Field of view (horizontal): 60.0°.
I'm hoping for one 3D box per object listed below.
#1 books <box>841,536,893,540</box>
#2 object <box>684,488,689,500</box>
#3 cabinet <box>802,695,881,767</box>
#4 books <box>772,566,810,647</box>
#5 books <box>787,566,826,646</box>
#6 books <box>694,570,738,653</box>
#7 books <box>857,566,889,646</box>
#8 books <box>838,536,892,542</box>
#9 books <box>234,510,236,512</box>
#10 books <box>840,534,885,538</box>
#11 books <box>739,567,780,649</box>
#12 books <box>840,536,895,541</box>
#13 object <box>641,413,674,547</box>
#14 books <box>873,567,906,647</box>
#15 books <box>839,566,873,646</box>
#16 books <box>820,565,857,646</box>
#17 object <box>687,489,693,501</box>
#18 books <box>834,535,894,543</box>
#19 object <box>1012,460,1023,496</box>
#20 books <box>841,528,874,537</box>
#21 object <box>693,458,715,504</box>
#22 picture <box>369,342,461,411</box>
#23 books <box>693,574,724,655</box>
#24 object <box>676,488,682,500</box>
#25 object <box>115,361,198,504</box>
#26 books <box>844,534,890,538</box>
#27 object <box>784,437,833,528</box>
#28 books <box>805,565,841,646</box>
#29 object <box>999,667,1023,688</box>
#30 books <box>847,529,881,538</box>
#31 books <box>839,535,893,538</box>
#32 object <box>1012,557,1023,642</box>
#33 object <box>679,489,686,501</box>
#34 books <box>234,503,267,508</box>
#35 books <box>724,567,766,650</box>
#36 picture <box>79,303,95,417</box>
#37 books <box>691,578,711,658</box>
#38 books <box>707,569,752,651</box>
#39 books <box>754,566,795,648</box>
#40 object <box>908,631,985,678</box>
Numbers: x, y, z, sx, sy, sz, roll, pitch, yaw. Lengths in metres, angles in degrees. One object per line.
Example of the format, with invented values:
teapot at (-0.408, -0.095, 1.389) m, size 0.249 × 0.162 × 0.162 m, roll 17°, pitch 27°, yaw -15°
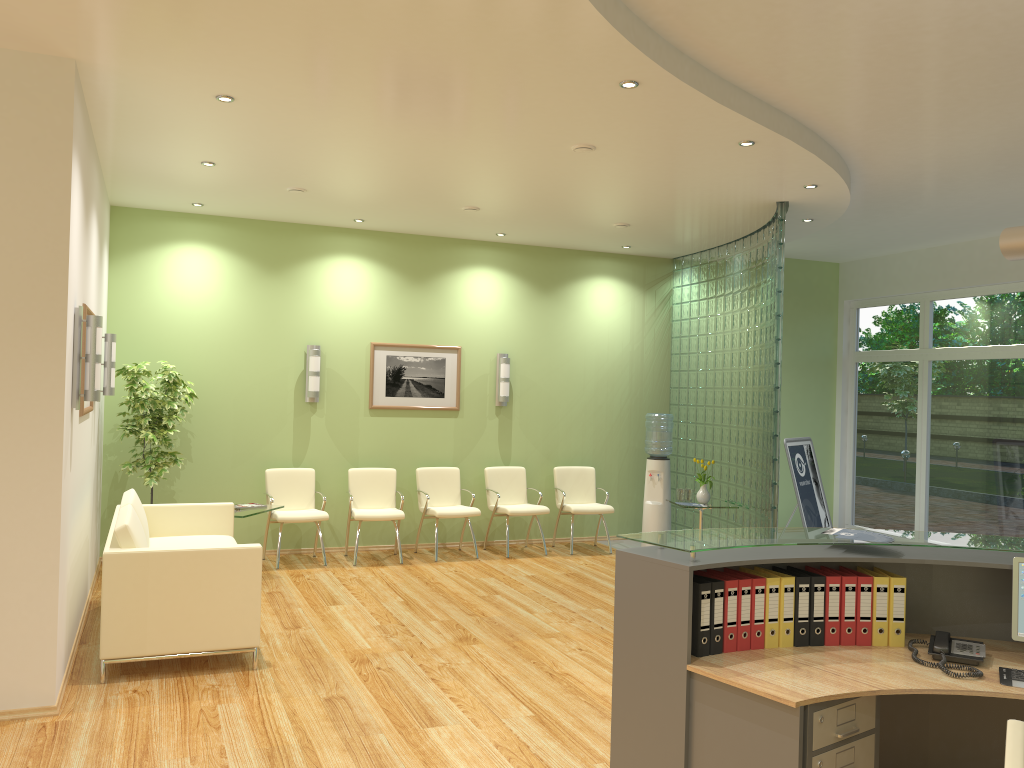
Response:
books at (1.497, 0.646, 3.774) m, size 0.210 × 0.004 × 0.150 m, roll 2°, pitch 0°, yaw 3°
object at (1.846, 1.162, 9.329) m, size 0.071 × 0.119 × 0.072 m, roll 2°, pitch 0°, yaw -22°
cabinet at (1.032, 1.423, 3.295) m, size 0.463 × 0.692 × 0.502 m, roll 2°, pitch -1°, yaw -37°
books at (1.138, 0.923, 3.696) m, size 0.062 × 0.282 × 0.233 m, roll 2°, pitch 0°, yaw -23°
books at (1.204, 0.925, 3.710) m, size 0.062 × 0.282 × 0.233 m, roll 2°, pitch 0°, yaw -23°
books at (0.823, 0.913, 3.592) m, size 0.063 × 0.282 × 0.231 m, roll 2°, pitch 0°, yaw -21°
books at (1.520, 0.934, 3.744) m, size 0.063 × 0.282 × 0.231 m, roll 2°, pitch 0°, yaw 4°
books at (1.489, 0.645, 3.738) m, size 0.210 × 0.004 × 0.150 m, roll 1°, pitch 0°, yaw 23°
books at (-2.553, 1.072, 7.628) m, size 0.230 × 0.031 × 0.328 m, roll 2°, pitch -1°, yaw -42°
books at (1.485, 0.646, 3.827) m, size 0.210 × 0.004 × 0.150 m, roll 2°, pitch 0°, yaw -27°
books at (0.996, 0.918, 3.659) m, size 0.062 × 0.282 × 0.233 m, roll 2°, pitch 0°, yaw -28°
books at (1.494, 0.646, 3.755) m, size 0.210 × 0.004 × 0.150 m, roll 1°, pitch 0°, yaw 13°
object at (1.590, 1.078, 9.665) m, size 0.353 × 1.506 × 0.353 m, roll 2°, pitch 0°, yaw -15°
books at (1.564, 0.935, 3.739) m, size 0.062 × 0.282 × 0.233 m, roll 2°, pitch 0°, yaw -9°
books at (1.449, 0.932, 3.742) m, size 0.063 × 0.282 × 0.231 m, roll 2°, pitch 0°, yaw 2°
books at (1.373, 0.929, 3.738) m, size 0.063 × 0.282 × 0.231 m, roll 2°, pitch 0°, yaw -3°
object at (1.855, 1.161, 9.249) m, size 0.071 × 0.119 × 0.072 m, roll 2°, pitch 0°, yaw -22°
books at (1.480, 0.645, 3.722) m, size 0.210 × 0.004 × 0.150 m, roll 1°, pitch -1°, yaw 33°
object at (5.004, 1.227, 8.281) m, size 0.590 × 1.376 × 0.503 m, roll 2°, pitch -1°, yaw -42°
books at (1.463, 0.645, 3.856) m, size 0.150 × 0.004 × 0.210 m, roll 1°, pitch -1°, yaw 43°
object at (1.970, 0.993, 9.104) m, size 0.219 × 0.459 × 0.201 m, roll 2°, pitch 0°, yaw 8°
picture at (-1.021, -0.074, 9.449) m, size 1.000 × 0.700 × 0.025 m, roll 2°, pitch 0°, yaw -22°
books at (0.753, 0.911, 3.555) m, size 0.063 × 0.282 × 0.231 m, roll 2°, pitch 0°, yaw -26°
object at (1.762, 1.159, 9.325) m, size 0.071 × 0.119 × 0.072 m, roll 2°, pitch 0°, yaw -22°
object at (-3.202, 0.735, 7.943) m, size 0.668 × 1.900 × 0.943 m, roll 2°, pitch 0°, yaw -14°
books at (1.492, 0.646, 3.810) m, size 0.210 × 0.004 × 0.150 m, roll 2°, pitch 0°, yaw -17°
object at (3.174, 1.235, 9.768) m, size 0.606 × 1.285 × 0.848 m, roll 1°, pitch -1°, yaw 38°
books at (1.305, 0.928, 3.730) m, size 0.063 × 0.282 × 0.231 m, roll 2°, pitch 0°, yaw -3°
object at (2.029, 1.077, 3.147) m, size 0.526 × 0.015 × 0.215 m, roll 1°, pitch 0°, yaw 28°
books at (1.476, 0.646, 3.842) m, size 0.210 × 0.004 × 0.150 m, roll 2°, pitch -1°, yaw -37°
books at (1.496, 0.646, 3.792) m, size 0.210 × 0.004 × 0.150 m, roll 2°, pitch 0°, yaw -7°
object at (2.136, 0.887, 3.371) m, size 0.411 × 0.405 × 0.206 m, roll 1°, pitch 0°, yaw 28°
object at (1.771, 1.159, 9.241) m, size 0.071 × 0.119 × 0.072 m, roll 2°, pitch 0°, yaw -22°
books at (-2.381, 1.078, 7.884) m, size 0.230 × 0.031 × 0.328 m, roll 1°, pitch -1°, yaw 43°
books at (0.953, 0.917, 3.645) m, size 0.063 × 0.282 × 0.231 m, roll 2°, pitch 0°, yaw -16°
picture at (-2.832, -0.150, 5.930) m, size 0.025 × 0.700 × 1.000 m, roll 2°, pitch 0°, yaw -22°
books at (0.694, 0.909, 3.520) m, size 0.063 × 0.282 × 0.231 m, roll 2°, pitch 0°, yaw -26°
books at (0.883, 0.915, 3.618) m, size 0.063 × 0.282 × 0.231 m, roll 2°, pitch 0°, yaw -21°
books at (1.064, 0.921, 3.678) m, size 0.062 × 0.282 × 0.233 m, roll 2°, pitch 0°, yaw -27°
object at (1.675, 1.036, 3.433) m, size 0.279 × 0.081 × 0.411 m, roll 1°, pitch 0°, yaw 28°
